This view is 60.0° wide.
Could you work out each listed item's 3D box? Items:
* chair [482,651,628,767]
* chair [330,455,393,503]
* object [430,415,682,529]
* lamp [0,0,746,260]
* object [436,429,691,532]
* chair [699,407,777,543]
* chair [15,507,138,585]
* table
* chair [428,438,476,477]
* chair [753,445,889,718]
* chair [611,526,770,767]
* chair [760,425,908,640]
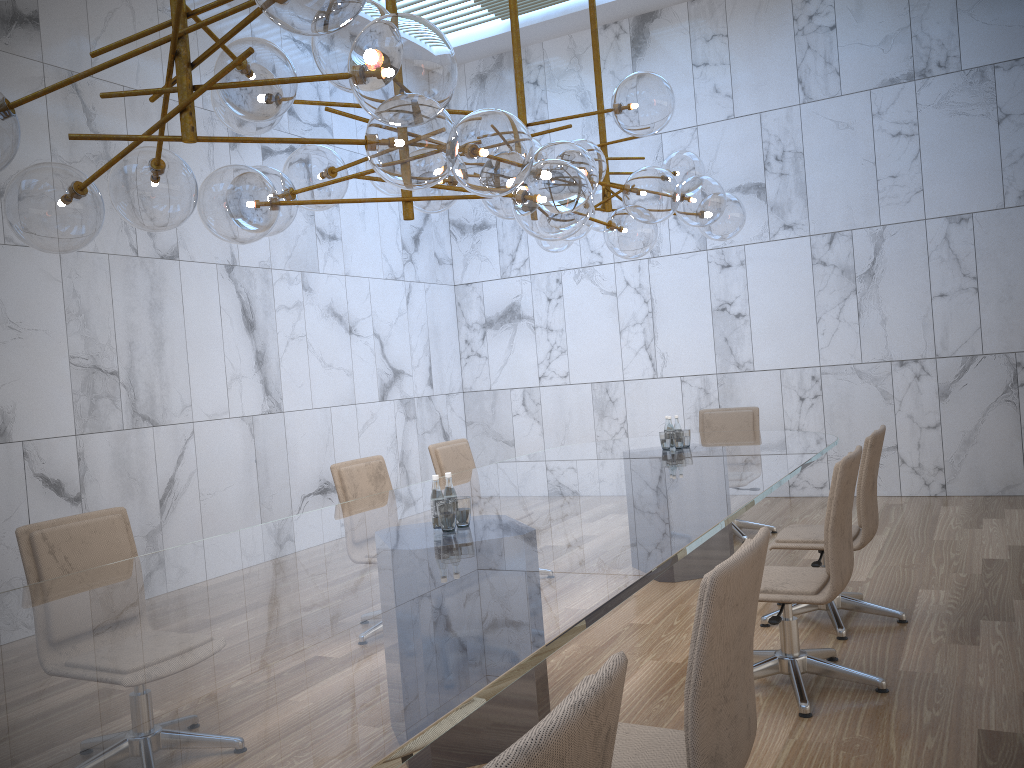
[{"bbox_3d":[-0.146,0.932,1.284,0.697,1.000,0.726,-4,1,28],"label":"chair"},{"bbox_3d":[-0.629,0.925,5.107,0.697,1.000,0.726,-4,1,28],"label":"chair"},{"bbox_3d":[-0.112,0.449,3.812,0.124,0.213,5.189,-4,1,28],"label":"object"},{"bbox_3d":[-0.496,-1.810,3.390,1.557,2.716,5.672,-4,1,28],"label":"lamp"},{"bbox_3d":[-0.072,0.495,3.777,0.183,0.117,5.112,-4,1,28],"label":"object"},{"bbox_3d":[1.699,0.710,7.097,0.726,1.000,0.697,-4,1,29],"label":"chair"},{"bbox_3d":[-1.500,1.016,3.482,0.697,1.000,0.726,-4,1,28],"label":"chair"},{"bbox_3d":[-0.208,0.987,3.528,2.092,0.835,7.924,-4,1,28],"label":"table"},{"bbox_3d":[-0.157,0.875,5.987,0.697,1.000,0.726,-4,1,28],"label":"chair"},{"bbox_3d":[1.199,0.791,3.792,0.697,1.000,0.726,-4,1,28],"label":"chair"},{"bbox_3d":[0.325,0.883,2.164,0.697,1.000,0.726,-4,1,28],"label":"chair"},{"bbox_3d":[1.667,0.742,4.666,0.697,1.000,0.726,-4,1,28],"label":"chair"}]
